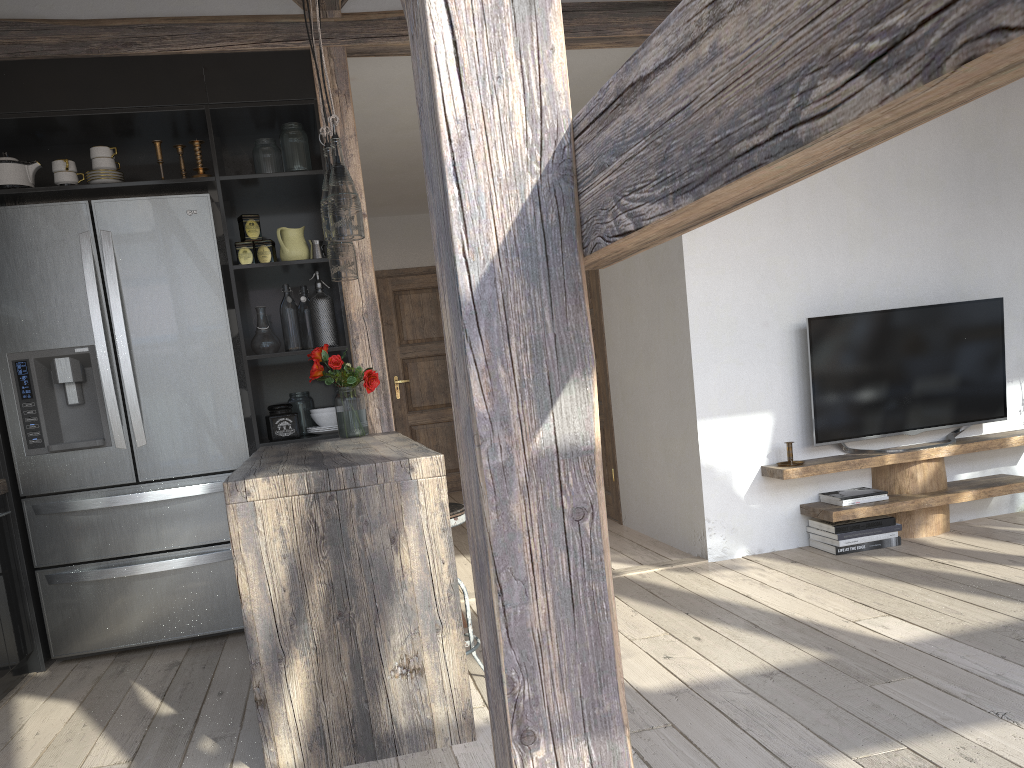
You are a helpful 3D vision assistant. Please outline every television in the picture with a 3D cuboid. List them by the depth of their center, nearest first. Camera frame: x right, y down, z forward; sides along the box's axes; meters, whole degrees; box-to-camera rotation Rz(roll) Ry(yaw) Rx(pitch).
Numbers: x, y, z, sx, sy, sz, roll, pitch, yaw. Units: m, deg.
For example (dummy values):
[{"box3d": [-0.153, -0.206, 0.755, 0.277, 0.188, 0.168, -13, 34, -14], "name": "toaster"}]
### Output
[{"box3d": [2.003, -0.029, 4.439, 1.099, 0.716, 0.204, -7, 7, -11], "name": "television"}]

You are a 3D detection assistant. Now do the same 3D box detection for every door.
[{"box3d": [0.511, -0.118, 5.936, 0.081, 2.099, 0.832, -8, 7, -12], "name": "door"}, {"box3d": [-0.704, -0.014, 8.017, 0.938, 2.100, 0.081, -8, 8, -11], "name": "door"}]

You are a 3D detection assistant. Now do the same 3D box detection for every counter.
[{"box3d": [-1.167, 0.747, 2.012, 2.234, 0.863, 3.787, -7, 1, -12], "name": "counter"}]

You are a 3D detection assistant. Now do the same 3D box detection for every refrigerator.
[{"box3d": [-1.705, 0.210, 4.097, 0.940, 1.948, 0.842, -8, 7, -12], "name": "refrigerator"}]

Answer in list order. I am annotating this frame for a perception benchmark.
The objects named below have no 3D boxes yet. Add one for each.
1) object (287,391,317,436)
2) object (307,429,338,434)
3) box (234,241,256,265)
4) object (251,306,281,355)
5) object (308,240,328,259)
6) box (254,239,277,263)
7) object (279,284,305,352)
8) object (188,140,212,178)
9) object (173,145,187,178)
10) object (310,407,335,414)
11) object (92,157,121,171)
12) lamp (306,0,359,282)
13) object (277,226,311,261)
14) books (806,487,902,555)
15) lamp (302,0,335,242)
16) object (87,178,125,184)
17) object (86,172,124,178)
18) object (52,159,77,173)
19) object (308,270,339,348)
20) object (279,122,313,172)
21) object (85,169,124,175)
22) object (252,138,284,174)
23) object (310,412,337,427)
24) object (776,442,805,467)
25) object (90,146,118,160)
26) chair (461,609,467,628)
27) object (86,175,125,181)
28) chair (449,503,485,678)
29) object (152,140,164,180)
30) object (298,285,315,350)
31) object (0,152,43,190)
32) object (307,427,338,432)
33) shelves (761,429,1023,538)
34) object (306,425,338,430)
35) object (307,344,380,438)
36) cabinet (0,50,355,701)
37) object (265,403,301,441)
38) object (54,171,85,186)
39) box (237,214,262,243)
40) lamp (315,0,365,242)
[{"box3d": [-1.005, 0.143, 4.209, 0.124, 0.209, 0.124, -9, 7, -25], "name": "object"}, {"box3d": [-0.847, 0.221, 4.110, 0.215, 0.025, 0.212, -6, 1, 36], "name": "object"}, {"box3d": [-1.186, -0.571, 3.923, 0.082, 0.115, 0.082, -7, 6, -12], "name": "box"}, {"box3d": [-1.133, -0.240, 4.015, 0.132, 0.223, 0.130, -6, 6, 0], "name": "object"}, {"box3d": [-0.861, -0.599, 3.937, 0.093, 0.097, 0.074, -7, 5, -11], "name": "object"}, {"box3d": [-1.100, -0.581, 3.937, 0.083, 0.115, 0.082, -6, 6, -2], "name": "box"}, {"box3d": [-0.997, -0.296, 3.956, 0.085, 0.306, 0.085, -9, 8, -20], "name": "object"}, {"box3d": [-1.334, -0.959, 3.753, 0.095, 0.175, 0.096, -11, 8, -38], "name": "object"}, {"box3d": [-1.426, -0.950, 3.806, 0.062, 0.175, 0.061, -4, 7, 17], "name": "object"}, {"box3d": [-0.854, 0.154, 4.100, 0.162, 0.086, 0.160, -6, 2, 2], "name": "object"}, {"box3d": [-1.714, -0.909, 3.706, 0.094, 0.068, 0.105, -6, 3, -1], "name": "object"}, {"box3d": [-0.658, -1.078, 3.301, 0.225, 1.360, 0.108, -8, 8, -9], "name": "lamp"}, {"box3d": [-0.990, -0.623, 3.966, 0.148, 0.172, 0.135, -9, 6, -26], "name": "object"}, {"box3d": [1.708, 0.682, 4.412, 0.359, 0.268, 0.288, -7, 4, -12], "name": "books"}, {"box3d": [-0.604, -1.132, 2.990, 0.239, 1.255, 0.106, -6, 8, 0], "name": "lamp"}, {"box3d": [-1.710, -0.841, 3.711, 0.149, 0.023, 0.147, -6, 1, 15], "name": "object"}, {"box3d": [-1.712, -0.865, 3.707, 0.149, 0.026, 0.147, -6, 1, 30], "name": "object"}, {"box3d": [-1.862, -0.893, 3.673, 0.106, 0.068, 0.093, -5, 3, 16], "name": "object"}, {"box3d": [-0.855, -0.336, 3.965, 0.109, 0.355, 0.107, -4, 8, 18], "name": "object"}, {"box3d": [-0.946, -1.021, 3.841, 0.124, 0.209, 0.123, -7, 6, -7], "name": "object"}, {"box3d": [-1.714, -0.876, 3.705, 0.149, 0.026, 0.147, -6, 1, 30], "name": "object"}, {"box3d": [-1.083, -0.990, 3.905, 0.126, 0.175, 0.124, -3, 6, 27], "name": "object"}, {"box3d": [-0.852, 0.172, 4.103, 0.162, 0.086, 0.160, -6, 2, 2], "name": "object"}, {"box3d": [1.373, 0.344, 4.346, 0.138, 0.114, 0.139, -8, 4, -29], "name": "object"}, {"box3d": [-1.713, -0.954, 3.696, 0.105, 0.068, 0.094, -8, 4, -26], "name": "object"}, {"box3d": [-0.406, 0.763, 3.589, 0.341, 0.604, 0.336, -5, 6, 8], "name": "chair"}, {"box3d": [-1.711, -0.853, 3.709, 0.149, 0.026, 0.147, -6, 1, 30], "name": "object"}, {"box3d": [-0.287, 0.739, 2.987, 0.355, 0.645, 0.348, -4, 7, 22], "name": "chair"}, {"box3d": [-1.487, -0.939, 3.721, 0.059, 0.170, 0.059, -10, 8, -27], "name": "object"}, {"box3d": [-0.947, -0.303, 4.083, 0.086, 0.306, 0.084, -1, 9, 34], "name": "object"}, {"box3d": [-2.089, -0.875, 3.673, 0.209, 0.177, 0.183, -4, 5, 29], "name": "object"}, {"box3d": [-0.848, 0.212, 4.109, 0.212, 0.025, 0.215, -7, 1, -44], "name": "object"}, {"box3d": [2.086, 0.548, 4.477, 1.597, 0.457, 0.328, -7, 5, -11], "name": "shelves"}, {"box3d": [-0.849, 0.205, 4.108, 0.215, 0.025, 0.212, -6, 1, 41], "name": "object"}, {"box3d": [-0.718, 0.026, 3.833, 0.312, 0.421, 0.247, -4, 6, 21], "name": "object"}, {"box3d": [-1.369, -0.072, 2.081, 2.086, 2.537, 4.185, -7, 3, -12], "name": "cabinet"}, {"box3d": [-1.049, 0.172, 4.019, 0.133, 0.167, 0.133, -8, 6, -22], "name": "object"}, {"box3d": [-1.859, -0.846, 3.685, 0.094, 0.068, 0.104, -4, 4, 40], "name": "object"}, {"box3d": [-1.162, -0.687, 3.902, 0.082, 0.115, 0.082, -10, 6, -32], "name": "box"}, {"box3d": [-0.532, -1.110, 2.713, 0.224, 1.306, 0.107, -8, 8, -9], "name": "lamp"}]
